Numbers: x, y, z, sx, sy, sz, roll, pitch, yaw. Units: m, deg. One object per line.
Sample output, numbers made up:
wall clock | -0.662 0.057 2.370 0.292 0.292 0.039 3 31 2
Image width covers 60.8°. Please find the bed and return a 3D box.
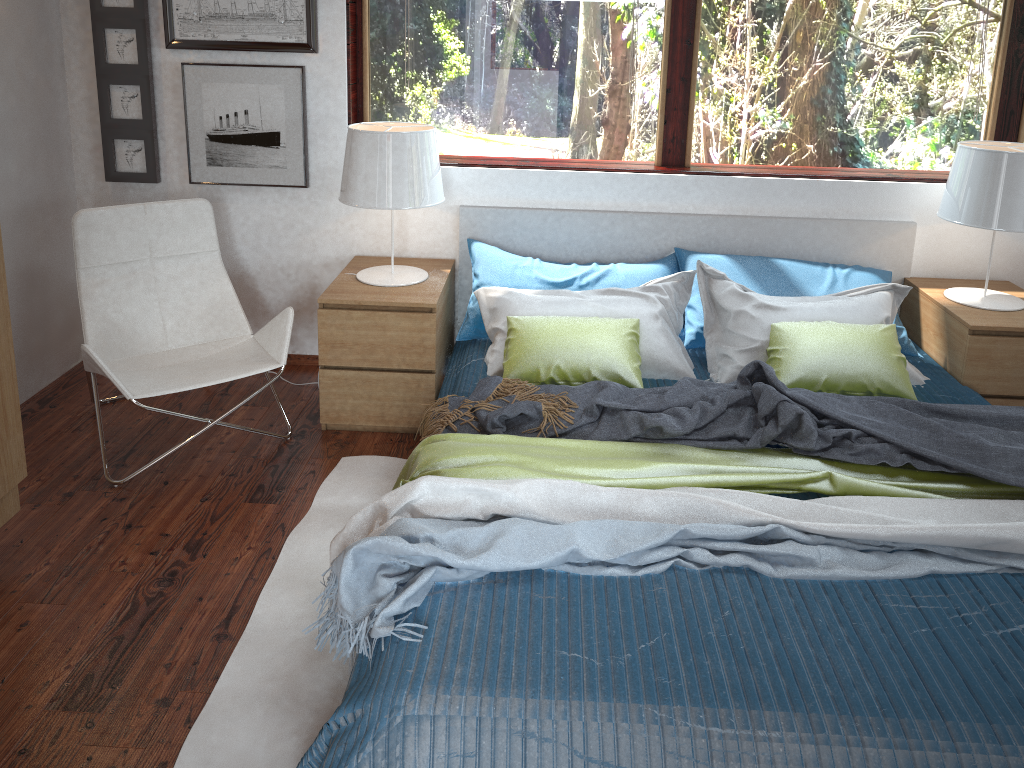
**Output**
bed | 0.704 0.153 2.490 2.138 0.735 2.710 3 22 3

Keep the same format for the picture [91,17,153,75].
picture | -1.585 -1.373 3.548 0.222 0.216 0.042 2 14 2

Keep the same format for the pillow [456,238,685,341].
pillow | 0.244 -0.374 3.484 0.912 0.315 0.365 2 19 0

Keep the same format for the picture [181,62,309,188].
picture | -1.098 -1.064 3.601 0.504 0.484 0.045 2 14 2

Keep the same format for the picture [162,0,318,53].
picture | -1.094 -1.517 3.495 0.626 0.348 0.043 2 14 2

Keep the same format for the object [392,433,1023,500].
object | 0.649 0.395 2.343 2.104 0.428 0.516 1 19 -2

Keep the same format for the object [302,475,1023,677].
object | 0.600 0.487 1.979 2.154 0.360 0.564 1 20 -2

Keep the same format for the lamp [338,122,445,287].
lamp | -0.460 -0.696 3.353 0.406 0.563 0.425 1 17 -1

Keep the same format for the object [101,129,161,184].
object | -1.597 -0.957 3.656 0.222 0.216 0.042 2 14 2

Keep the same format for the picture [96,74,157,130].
picture | -1.591 -1.165 3.602 0.222 0.216 0.042 2 14 2

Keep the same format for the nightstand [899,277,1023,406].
nightstand | 1.811 -0.061 3.368 0.428 0.517 0.640 2 19 2

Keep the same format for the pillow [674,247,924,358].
pillow | 1.107 -0.330 3.449 0.920 0.305 0.385 2 19 0

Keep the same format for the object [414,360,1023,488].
object | 0.716 0.167 2.517 2.130 0.389 0.659 6 21 11

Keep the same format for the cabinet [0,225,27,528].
cabinet | -1.664 -0.338 1.130 0.583 2.298 2.311 2 18 2

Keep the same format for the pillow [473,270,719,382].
pillow | 0.275 -0.216 3.188 0.872 0.343 0.497 1 20 -2

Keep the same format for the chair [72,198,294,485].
chair | -1.212 -0.208 3.135 0.709 0.763 0.826 -11 22 -35

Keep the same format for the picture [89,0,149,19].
picture | -1.579 -1.581 3.494 0.222 0.216 0.042 2 14 2

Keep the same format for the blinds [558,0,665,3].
blinds | 0.020 -1.800 3.504 1.235 0.475 0.057 3 14 2

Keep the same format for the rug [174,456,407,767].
rug | 0.685 0.672 2.096 2.711 0.047 1.895 2 22 2

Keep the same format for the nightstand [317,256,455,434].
nightstand | -0.475 -0.162 3.462 0.428 0.517 0.640 2 19 2

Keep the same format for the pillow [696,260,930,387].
pillow | 1.089 -0.212 3.134 0.852 0.374 0.378 0 18 -3

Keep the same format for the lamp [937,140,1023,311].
lamp | 1.808 -0.596 3.261 0.406 0.563 0.425 0 17 -6

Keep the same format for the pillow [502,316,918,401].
pillow | 0.656 -0.105 2.985 1.378 0.210 0.327 2 20 2
